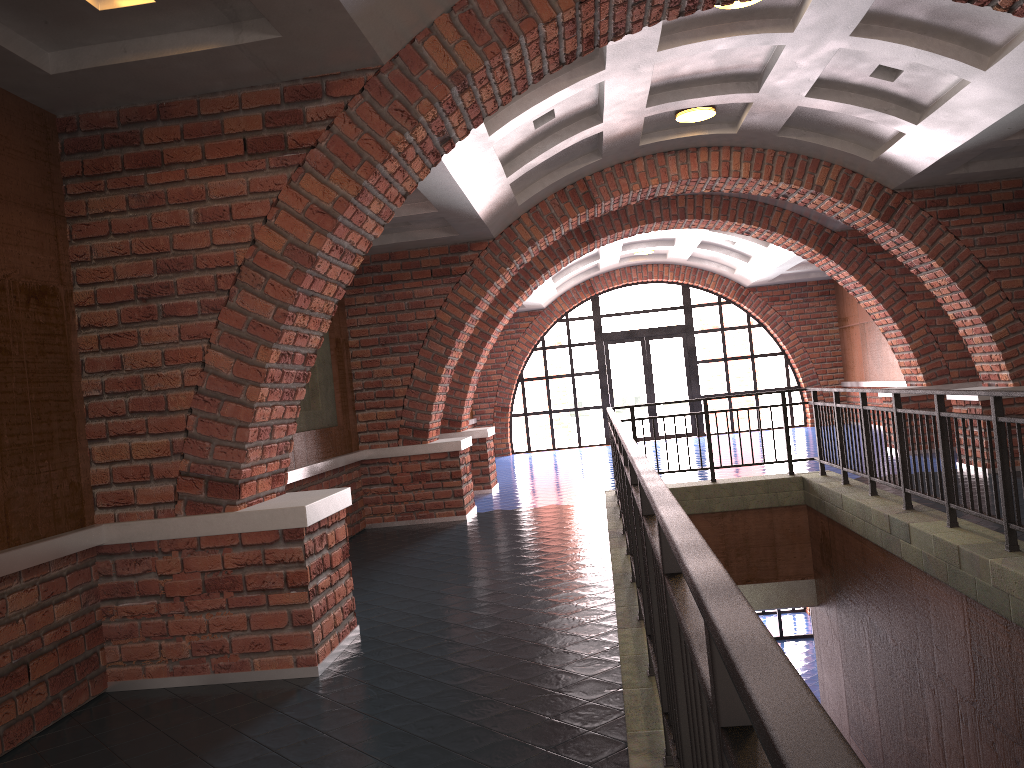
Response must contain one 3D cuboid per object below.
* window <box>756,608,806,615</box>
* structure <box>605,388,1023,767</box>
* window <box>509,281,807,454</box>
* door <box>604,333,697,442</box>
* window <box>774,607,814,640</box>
[{"bbox_3d":[3.575,3.899,20.920,6.353,3.471,0.100,-6,-1,5],"label":"window"},{"bbox_3d":[1.948,2.966,4.446,2.464,5.665,11.177,-6,-1,5],"label":"structure"},{"bbox_3d":[2.944,-0.477,18.957,6.353,3.471,0.100,-6,-1,5],"label":"window"},{"bbox_3d":[2.949,0.093,18.961,1.754,2.236,0.040,-6,-1,5],"label":"door"},{"bbox_3d":[3.388,3.898,18.908,6.353,3.471,0.100,-6,-1,5],"label":"window"}]
